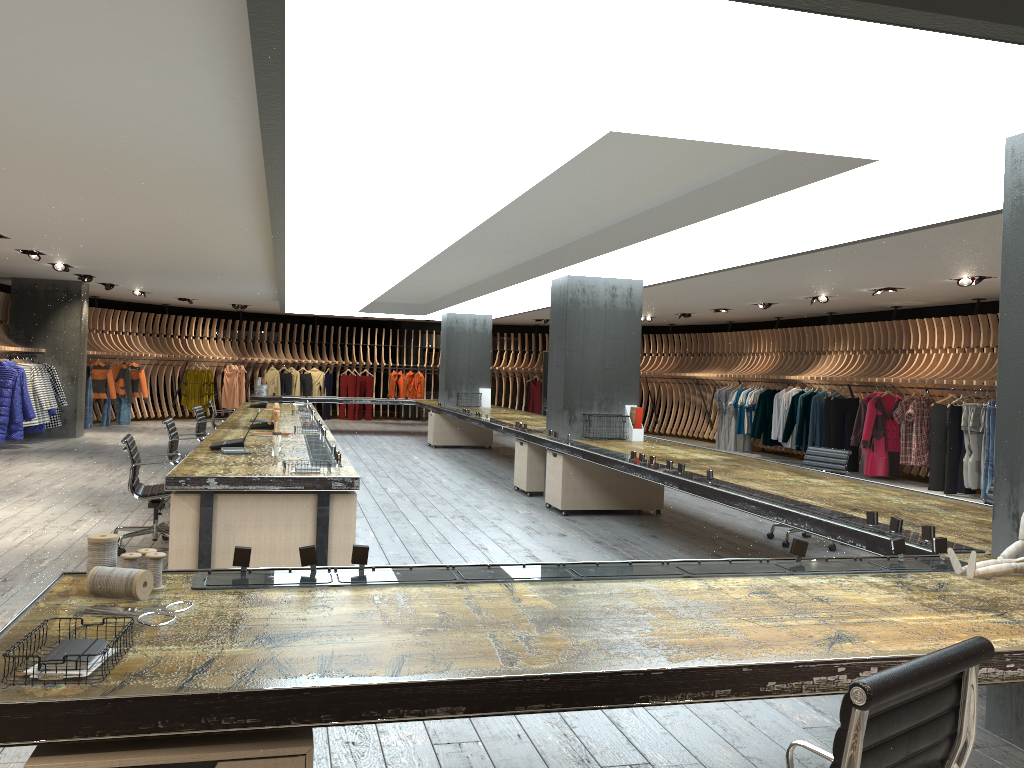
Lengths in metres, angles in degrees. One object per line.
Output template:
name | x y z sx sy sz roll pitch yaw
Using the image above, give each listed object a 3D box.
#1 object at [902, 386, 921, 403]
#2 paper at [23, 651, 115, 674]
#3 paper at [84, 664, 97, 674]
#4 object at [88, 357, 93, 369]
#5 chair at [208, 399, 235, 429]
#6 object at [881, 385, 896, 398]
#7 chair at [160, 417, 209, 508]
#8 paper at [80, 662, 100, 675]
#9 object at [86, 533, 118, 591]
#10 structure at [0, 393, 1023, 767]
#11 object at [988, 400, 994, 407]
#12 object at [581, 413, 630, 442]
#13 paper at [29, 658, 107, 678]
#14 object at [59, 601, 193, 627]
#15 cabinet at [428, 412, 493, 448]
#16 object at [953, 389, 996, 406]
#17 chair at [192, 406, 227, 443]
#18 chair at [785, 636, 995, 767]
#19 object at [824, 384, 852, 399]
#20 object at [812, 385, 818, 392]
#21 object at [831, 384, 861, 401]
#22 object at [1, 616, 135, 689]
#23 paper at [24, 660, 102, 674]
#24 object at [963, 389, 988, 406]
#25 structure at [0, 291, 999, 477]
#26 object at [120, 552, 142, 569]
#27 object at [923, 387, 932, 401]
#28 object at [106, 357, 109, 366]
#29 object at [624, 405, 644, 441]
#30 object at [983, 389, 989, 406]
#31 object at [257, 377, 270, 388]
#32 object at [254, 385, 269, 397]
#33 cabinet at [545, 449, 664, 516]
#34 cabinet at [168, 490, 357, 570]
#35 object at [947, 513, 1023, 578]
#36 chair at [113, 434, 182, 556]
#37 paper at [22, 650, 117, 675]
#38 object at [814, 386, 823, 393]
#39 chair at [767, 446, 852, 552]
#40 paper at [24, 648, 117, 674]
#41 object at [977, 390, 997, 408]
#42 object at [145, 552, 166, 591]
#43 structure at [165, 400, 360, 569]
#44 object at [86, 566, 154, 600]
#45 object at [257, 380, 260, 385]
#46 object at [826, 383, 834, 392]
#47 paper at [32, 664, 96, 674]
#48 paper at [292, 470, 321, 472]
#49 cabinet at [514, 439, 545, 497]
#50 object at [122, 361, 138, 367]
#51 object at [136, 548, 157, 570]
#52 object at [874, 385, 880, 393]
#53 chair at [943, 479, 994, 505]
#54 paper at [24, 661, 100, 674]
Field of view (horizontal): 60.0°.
object | 5.946 0.171 13.030 0.525 0.270 0.012 2 0 -14
paper | -1.011 0.635 2.039 0.130 0.004 0.176 2 1 2
paper | -1.011 0.637 2.039 0.130 0.004 0.176 2 1 -2
object | -8.580 -0.434 18.036 0.023 0.243 0.549 2 0 -33
chair | -4.377 0.675 13.645 0.667 0.859 0.693 2 0 -28
object | 5.806 0.157 13.664 0.525 0.270 0.012 2 0 -4
chair | -3.198 0.785 8.934 0.667 0.859 0.693 2 0 -23
paper | -1.011 0.638 2.039 0.130 0.004 0.176 2 1 0
object | -1.286 0.568 2.815 0.088 0.204 0.262 2 0 -16
structure | -0.999 0.845 10.791 4.835 0.844 18.479 2 1 -14
object | 6.394 0.206 11.352 0.548 0.256 0.023 2 0 11
object | 1.019 0.473 9.654 0.459 0.289 0.330 2 0 -17
paper | -1.006 0.639 2.026 0.130 0.003 0.176 2 1 -6
object | -1.063 0.635 2.513 0.343 0.015 0.233 2 1 18
cabinet | -0.965 0.870 16.592 1.131 0.630 0.593 2 0 -14
object | 6.231 0.183 11.920 0.549 0.243 0.023 2 0 22
chair | -3.821 0.726 11.505 0.667 0.859 0.693 2 0 -18
chair | 0.452 0.938 1.621 0.665 1.023 0.699 2 0 -34
object | 5.495 0.131 14.837 0.525 0.270 0.012 2 0 11
object | 5.306 0.112 15.546 0.525 0.270 0.012 2 0 -14
object | 5.530 0.135 14.660 0.525 0.270 0.012 2 0 -9
object | -1.010 0.613 2.041 0.217 0.074 0.302 2 1 -10
paper | -1.011 0.636 2.039 0.130 0.004 0.176 2 1 -1
object | 6.255 0.189 11.827 0.549 0.250 0.023 2 0 -13
structure | 0.673 0.093 7.012 14.879 2.440 36.561 2 1 -14
object | -1.178 0.579 2.736 0.062 0.109 0.062 2 0 -42
object | 5.992 0.182 12.822 0.524 0.286 0.015 2 0 -29
object | -8.505 -0.440 18.638 0.023 0.243 0.549 2 1 -18
object | 1.352 0.432 9.797 0.129 0.383 0.240 2 0 -14
object | 6.281 0.187 11.721 0.023 0.243 0.549 2 0 37
object | -5.155 -0.030 18.378 0.262 0.204 0.088 2 0 -16
object | -5.211 0.147 18.420 0.303 0.239 0.498 2 1 -14
cabinet | 0.986 1.042 9.444 1.131 0.630 0.593 2 0 -14
cabinet | -1.630 1.000 5.864 1.131 0.630 0.593 2 0 -14
object | 1.932 0.528 3.428 0.431 0.429 0.195 2 0 -19
chair | -2.685 0.833 6.829 0.667 0.859 0.693 2 0 -28
paper | -1.011 0.637 2.039 0.130 0.004 0.176 2 1 4
object | 5.351 0.117 15.443 0.525 0.270 0.012 2 0 -14
chair | 2.651 1.009 7.976 0.667 0.859 0.693 2 0 -38
paper | -1.011 0.634 2.039 0.130 0.004 0.176 2 1 2
object | 6.325 0.193 11.570 0.549 0.243 0.023 2 0 -8
object | -1.109 0.582 2.754 0.062 0.109 0.062 2 0 -42
structure | -2.831 0.783 10.545 1.162 0.844 10.453 2 1 -14
object | -1.162 0.591 2.725 0.175 0.089 0.289 2 1 2
object | -5.234 -0.025 18.268 0.062 0.109 0.062 2 0 42
object | 5.415 0.122 15.125 0.525 0.270 0.012 2 0 -4
paper | -1.011 0.636 2.039 0.130 0.004 0.176 2 1 0
paper | -1.343 0.569 5.803 0.176 0.004 0.130 2 1 -8
cabinet | 0.651 1.012 10.755 1.131 0.630 0.593 2 0 -14
object | -8.384 -0.444 19.219 0.549 0.243 0.023 2 0 -38
object | -1.158 0.579 2.805 0.062 0.109 0.062 2 0 -42
object | 5.724 0.151 13.896 0.525 0.270 0.012 2 0 -14
chair | 3.172 1.056 5.965 0.667 0.859 0.693 2 0 -18
paper | -1.011 0.635 2.039 0.130 0.004 0.176 2 1 0
